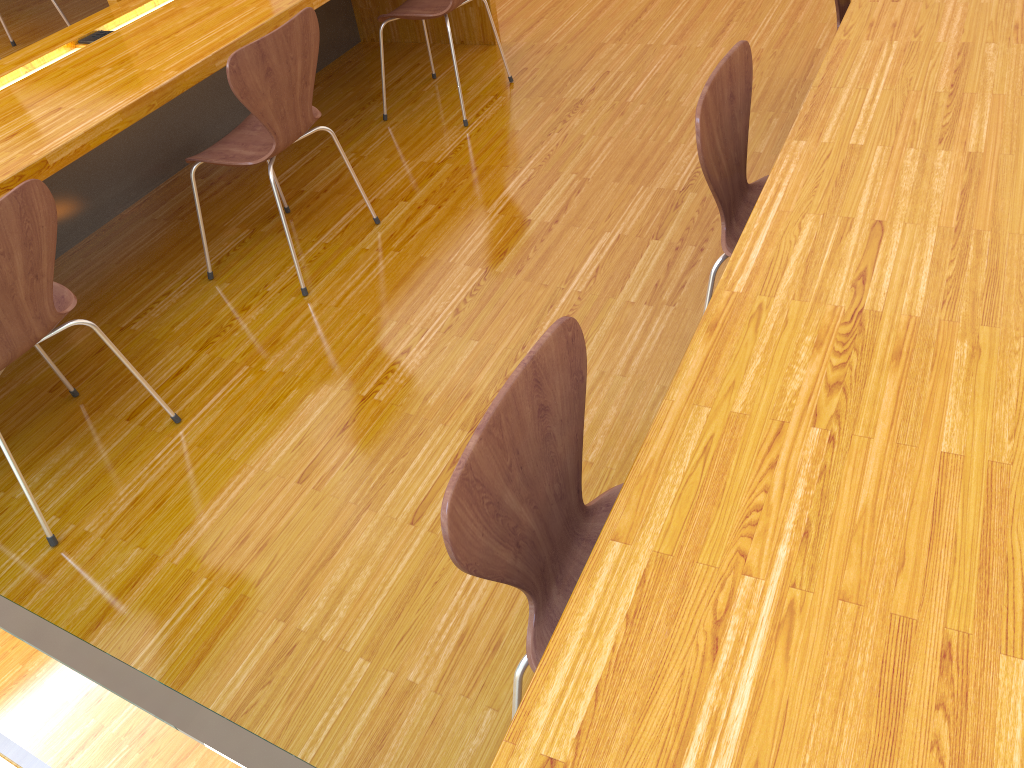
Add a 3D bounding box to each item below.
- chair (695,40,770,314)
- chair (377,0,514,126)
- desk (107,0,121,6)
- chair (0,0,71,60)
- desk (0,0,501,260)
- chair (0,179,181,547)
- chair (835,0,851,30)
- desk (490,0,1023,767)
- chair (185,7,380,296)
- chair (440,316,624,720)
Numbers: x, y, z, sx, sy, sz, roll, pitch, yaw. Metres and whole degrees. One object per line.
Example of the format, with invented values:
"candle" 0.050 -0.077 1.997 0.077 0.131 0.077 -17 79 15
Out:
"chair" 0.601 -0.305 1.845 0.381 0.693 0.428 11 44 23
"chair" -0.295 -1.394 3.320 0.381 0.693 0.428 11 44 23
"desk" -2.652 -1.906 3.900 3.185 0.606 0.760 11 44 23
"chair" -1.981 -1.499 3.219 0.428 0.693 0.381 11 44 23
"desk" -1.091 -0.834 2.899 0.760 0.606 3.185 11 44 23
"chair" -1.127 -0.072 1.931 0.381 0.693 0.428 11 44 23
"chair" 1.100 -1.003 2.565 0.381 0.693 0.428 11 44 23
"desk" 1.235 -0.127 1.821 1.285 0.918 3.236 11 44 23
"chair" -0.725 -0.683 2.569 0.381 0.693 0.428 11 44 23
"chair" 0.199 0.307 1.207 0.381 0.693 0.428 11 44 23
